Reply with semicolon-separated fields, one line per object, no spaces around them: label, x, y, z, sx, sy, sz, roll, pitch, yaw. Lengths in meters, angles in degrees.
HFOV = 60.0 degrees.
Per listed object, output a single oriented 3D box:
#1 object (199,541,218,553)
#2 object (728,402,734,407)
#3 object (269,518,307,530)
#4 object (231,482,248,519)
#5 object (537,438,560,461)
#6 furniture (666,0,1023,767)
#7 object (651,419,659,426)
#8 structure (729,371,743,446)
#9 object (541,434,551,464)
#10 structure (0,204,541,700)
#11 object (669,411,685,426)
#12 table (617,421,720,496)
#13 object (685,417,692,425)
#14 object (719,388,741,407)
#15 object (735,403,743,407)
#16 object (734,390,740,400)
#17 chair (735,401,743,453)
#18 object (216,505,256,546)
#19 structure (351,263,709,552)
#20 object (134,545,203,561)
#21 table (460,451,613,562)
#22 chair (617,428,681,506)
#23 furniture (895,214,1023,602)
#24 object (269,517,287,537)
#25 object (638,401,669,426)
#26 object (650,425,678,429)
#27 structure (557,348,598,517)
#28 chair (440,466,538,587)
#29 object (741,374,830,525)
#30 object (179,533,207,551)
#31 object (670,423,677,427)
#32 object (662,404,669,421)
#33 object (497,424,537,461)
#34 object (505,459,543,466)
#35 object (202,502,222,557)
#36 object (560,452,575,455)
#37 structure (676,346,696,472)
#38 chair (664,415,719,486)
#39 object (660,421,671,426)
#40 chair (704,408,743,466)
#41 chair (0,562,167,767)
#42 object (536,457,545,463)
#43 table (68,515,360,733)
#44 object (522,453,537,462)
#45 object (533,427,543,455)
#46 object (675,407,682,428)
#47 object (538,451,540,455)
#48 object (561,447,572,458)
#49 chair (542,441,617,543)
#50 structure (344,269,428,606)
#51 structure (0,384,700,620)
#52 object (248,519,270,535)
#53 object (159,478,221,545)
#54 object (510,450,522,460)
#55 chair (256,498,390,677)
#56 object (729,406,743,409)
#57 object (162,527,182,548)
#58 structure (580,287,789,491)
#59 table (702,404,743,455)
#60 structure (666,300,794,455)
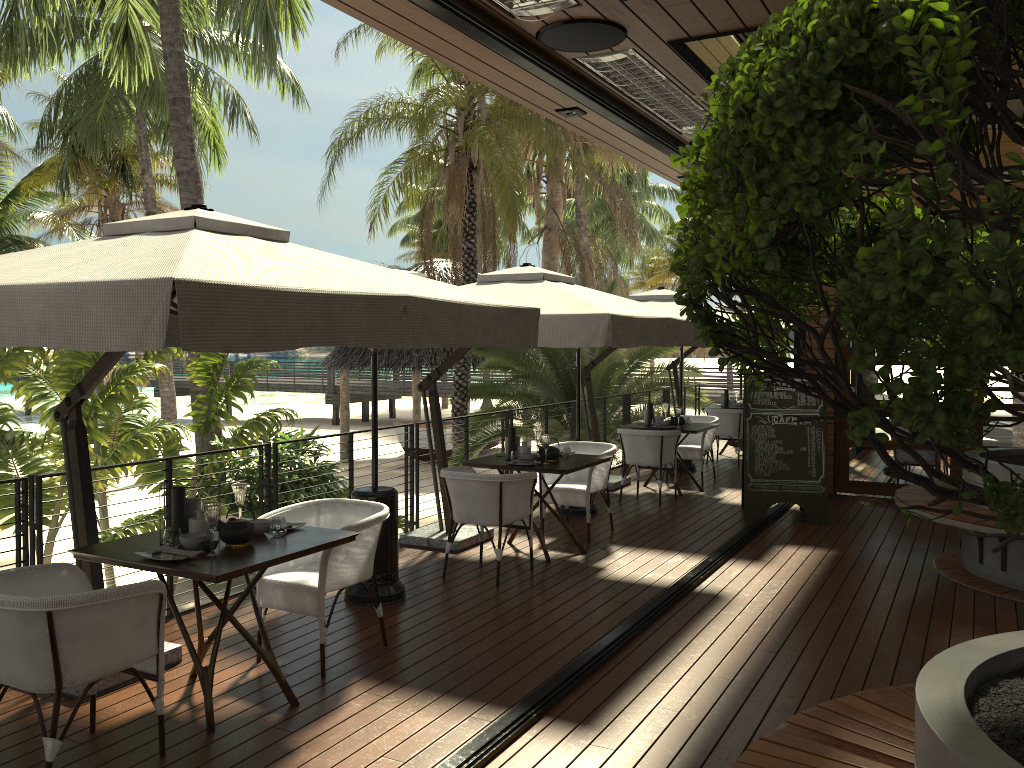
object;-1.356;0.731;3.969;0.080;0.042;0.080;0;2;-11
object;3.219;0.302;13.015;0.086;0.086;0.086;1;2;33
object;-1.209;0.715;4.498;0.295;0.025;0.170;1;3;28
object;-1.366;0.613;4.450;0.082;0.227;0.082;1;2;29
object;0.303;0.522;7.097;0.163;0.179;0.168;1;2;30
furniture;1.670;0.269;1.731;2.616;2.721;2.696;1;2;19
object;1.618;0.437;10.004;0.086;0.086;0.086;1;2;33
structure;3.804;-0.080;14.713;0.699;2.191;0.699;1;2;16
object;0.264;0.505;6.869;0.082;0.227;0.082;1;2;17
structure;-1.462;0.329;4.180;2.414;2.331;2.415;1;2;28
object;1.888;0.388;10.084;0.168;0.179;0.163;1;2;26
table;1.803;0.847;10.176;0.932;0.749;0.932;1;2;28
object;2.033;0.426;10.256;0.086;0.086;0.086;1;2;33
object;3.226;0.204;13.233;0.263;0.264;0.263;-1;2;-17
object;3.326;0.315;12.982;0.116;0.065;0.116;2;3;32
object;3.404;0.211;13.418;0.082;0.227;0.082;1;2;29
chair;3.804;0.663;13.875;0.627;0.788;0.617;1;2;29
object;-1.279;0.655;4.123;0.163;0.179;0.168;1;2;30
structure;0.123;0.195;7.161;2.414;2.331;2.415;1;2;28
object;-1.475;0.745;3.853;0.295;0.025;0.170;1;3;28
table;0.213;0.981;7.187;0.932;0.749;0.932;1;2;28
chair;1.455;0.859;9.511;0.627;0.788;0.617;1;2;29
furniture;4.164;0.065;6.273;2.569;2.721;2.721;0;2;-7
object;-1.135;0.694;4.299;0.086;0.086;0.086;1;2;33
object;1.625;0.339;10.222;0.263;0.264;0.263;-1;2;-17
object;1.693;0.477;9.811;0.295;0.025;0.170;1;3;28
structure;0.657;0.185;8.794;0.699;2.191;0.699;1;2;16
chair;-0.183;0.997;6.432;0.627;0.788;0.617;1;2;29
object;2.659;0.596;8.675;0.768;1.396;0.772;0;2;12
object;-1.444;0.717;4.013;0.116;0.065;0.116;1;3;26
object;1.812;0.464;9.926;0.080;0.042;0.080;1;3;19
object;1.803;0.346;10.407;0.082;0.227;0.082;1;2;29
object;0.038;0.473;7.239;0.263;0.264;0.263;-1;2;-17
object;0.107;0.611;6.827;0.295;0.025;0.170;1;3;28
object;-1.317;0.639;3.895;0.082;0.227;0.082;1;2;29
object;0.373;0.582;7.472;0.295;0.025;0.170;1;3;28
structure;2.252;0.051;11.794;0.699;2.191;0.699;1;2;16
chair;2.206;0.798;10.871;0.627;0.788;0.617;1;2;29
object;1.725;0.450;9.971;0.116;0.065;0.116;2;3;32
chair;3.030;0.726;12.473;0.627;0.788;0.617;1;2;29
chair;-1.759;1.130;3.468;0.627;0.788;0.617;1;2;29
object;0.225;0.597;6.943;0.080;0.042;0.080;0;2;-11
table;-1.376;1.116;4.198;0.932;0.749;0.932;1;2;28
object;0.138;0.584;6.987;0.116;0.065;0.116;1;3;26
object;0.216;0.480;7.424;0.082;0.227;0.082;1;2;29
object;1.851;0.371;9.852;0.082;0.227;0.082;1;2;29
object;0.252;0.579;7.356;0.080;0.042;0.080;0;2;-11
object;0.446;0.560;7.273;0.086;0.086;0.086;1;2;33
chair;0.596;0.934;7.843;0.627;0.788;0.617;1;2;29
structure;-0.906;0.317;5.855;0.699;2.191;0.699;1;2;16
structure;-2.900;1.089;3.857;0.163;1.152;26.280;1;3;28
object;-1.241;0.703;4.336;0.116;0.065;0.116;1;3;26
object;-1.544;0.607;4.265;0.263;0.264;0.263;-1;2;-17
object;0.032;0.571;7.021;0.086;0.086;0.086;1;2;33
chair;-1.008;1.069;4.827;0.627;0.788;0.617;1;2;29
object;3.294;0.342;12.821;0.295;0.025;0.170;1;3;28
object;-1.550;0.705;4.047;0.086;0.086;0.086;1;2;33
structure;1.708;0.061;10.142;2.414;2.331;2.415;1;2;28
table;3.393;0.713;13.165;0.932;0.749;0.932;1;2;28
structure;3.293;-0.073;13.123;2.414;2.331;2.415;1;2;28
